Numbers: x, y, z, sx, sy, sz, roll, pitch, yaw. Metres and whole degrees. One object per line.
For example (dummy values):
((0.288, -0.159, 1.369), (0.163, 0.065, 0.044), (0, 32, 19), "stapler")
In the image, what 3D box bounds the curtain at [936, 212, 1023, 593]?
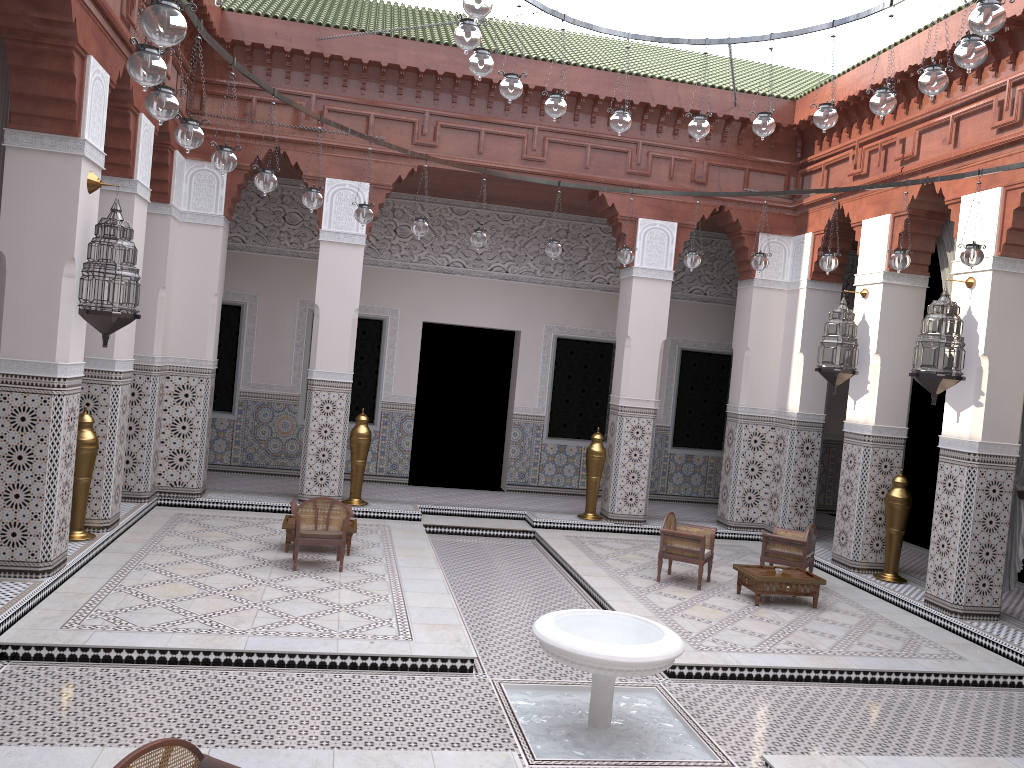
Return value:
((2.191, 0.030, 3.808), (0.137, 1.761, 1.304), (5, 2, -11), "curtain")

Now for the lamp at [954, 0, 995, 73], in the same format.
((1.201, -0.987, 2.279), (0.090, 0.371, 0.091), (6, 2, 24), "lamp")

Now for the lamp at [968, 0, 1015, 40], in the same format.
((1.125, -0.989, 2.062), (0.090, 0.371, 0.091), (7, 2, 44), "lamp")

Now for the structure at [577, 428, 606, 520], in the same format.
((0.488, 0.527, 5.269), (0.156, 0.539, 0.156), (7, 2, 40), "structure")

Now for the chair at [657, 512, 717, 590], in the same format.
((0.810, 0.763, 4.109), (0.208, 0.313, 0.263), (6, 2, 25), "chair")

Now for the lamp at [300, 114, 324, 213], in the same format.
((-0.754, -0.839, 3.379), (0.090, 0.371, 0.091), (5, 2, -11), "lamp")

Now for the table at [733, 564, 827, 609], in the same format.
((1.171, 0.888, 3.912), (0.330, 0.142, 0.229), (5, 2, -11), "table")

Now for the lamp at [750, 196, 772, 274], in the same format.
((1.128, -0.678, 3.960), (0.090, 0.371, 0.091), (5, 1, 4), "lamp")

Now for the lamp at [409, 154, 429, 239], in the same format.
((-0.396, -0.819, 3.884), (0.090, 0.371, 0.091), (5, 1, 4), "lamp")

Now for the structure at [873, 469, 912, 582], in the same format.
((1.869, 0.681, 4.317), (0.156, 0.539, 0.156), (6, 1, 6), "structure")

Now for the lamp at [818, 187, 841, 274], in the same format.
((1.366, -0.650, 3.762), (0.090, 0.371, 0.091), (5, 1, 4), "lamp")

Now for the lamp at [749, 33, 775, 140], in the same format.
((0.902, -1.037, 3.096), (0.090, 0.371, 0.091), (4, 2, -36), "lamp")

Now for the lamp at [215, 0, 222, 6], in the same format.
((-0.433, -0.755, 1.327), (0.091, 0.371, 0.090), (5, 1, 4), "lamp")

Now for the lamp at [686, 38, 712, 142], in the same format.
((0.697, -1.059, 3.201), (0.091, 0.371, 0.090), (6, 2, 34), "lamp")

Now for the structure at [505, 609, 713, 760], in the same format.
((0.274, 0.850, 2.551), (0.501, 0.310, 0.528), (5, 2, -11), "structure")

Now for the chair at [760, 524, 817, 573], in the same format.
((1.321, 0.807, 4.240), (0.208, 0.313, 0.263), (6, 2, 30), "chair")

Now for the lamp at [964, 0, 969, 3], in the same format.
((0.984, -0.997, 1.880), (0.091, 0.371, 0.090), (5, 2, -26), "lamp")

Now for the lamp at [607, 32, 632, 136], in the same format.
((0.404, -1.087, 3.224), (0.090, 0.371, 0.091), (6, 2, 29), "lamp")

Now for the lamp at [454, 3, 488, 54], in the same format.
((-0.121, -1.117, 2.501), (0.090, 0.371, 0.091), (4, 2, -41), "lamp")

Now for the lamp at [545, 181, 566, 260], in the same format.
((0.212, -0.769, 4.183), (0.091, 0.371, 0.090), (5, 2, -26), "lamp")

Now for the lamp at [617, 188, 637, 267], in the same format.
((0.553, -0.738, 4.196), (0.091, 0.371, 0.090), (5, 2, -26), "lamp")

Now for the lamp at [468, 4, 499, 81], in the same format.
((-0.091, -1.120, 2.727), (0.090, 0.371, 0.091), (4, 2, -36), "lamp")

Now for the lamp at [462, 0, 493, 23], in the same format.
((-0.083, -1.107, 2.258), (0.091, 0.371, 0.090), (6, 2, 29), "lamp")

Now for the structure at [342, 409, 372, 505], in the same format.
((-0.865, 0.406, 5.015), (0.156, 0.539, 0.156), (7, 2, 40), "structure")

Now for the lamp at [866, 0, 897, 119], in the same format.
((1.167, -1.002, 2.734), (0.090, 0.371, 0.091), (5, 2, -11), "lamp")

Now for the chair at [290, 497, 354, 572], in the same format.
((-0.816, 0.619, 3.773), (0.263, 0.313, 0.208), (5, 2, -15), "chair")

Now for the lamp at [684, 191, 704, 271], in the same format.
((0.851, -0.708, 4.119), (0.091, 0.371, 0.090), (5, 2, -26), "lamp")

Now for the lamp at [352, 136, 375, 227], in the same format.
((-0.604, -0.832, 3.652), (0.090, 0.371, 0.091), (5, 2, -11), "lamp")

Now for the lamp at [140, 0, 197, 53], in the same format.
((-0.619, -0.780, 1.582), (0.091, 0.371, 0.090), (6, 2, 24), "lamp")

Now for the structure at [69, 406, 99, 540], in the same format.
((-1.769, 0.358, 3.634), (0.156, 0.539, 0.156), (5, 1, -5), "structure")

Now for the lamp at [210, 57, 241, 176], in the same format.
((-0.898, -0.837, 2.778), (0.090, 0.371, 0.091), (4, 2, -36), "lamp")

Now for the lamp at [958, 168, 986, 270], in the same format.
((1.711, -0.605, 3.253), (0.090, 0.371, 0.091), (5, 1, 4), "lamp")

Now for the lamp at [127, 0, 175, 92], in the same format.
((-0.763, -0.800, 1.859), (0.091, 0.371, 0.090), (6, 2, 34), "lamp")

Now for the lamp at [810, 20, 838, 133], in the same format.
((1.061, -1.018, 2.935), (0.090, 0.371, 0.091), (5, 2, -21), "lamp")

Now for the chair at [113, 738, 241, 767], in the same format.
((-0.482, 0.714, 1.317), (0.208, 0.313, 0.263), (6, 2, 25), "chair")

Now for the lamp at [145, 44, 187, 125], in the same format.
((-0.848, -0.816, 2.153), (0.091, 0.371, 0.090), (6, 2, 24), "lamp")

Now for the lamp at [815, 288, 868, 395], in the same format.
((1.661, -0.220, 4.491), (0.221, 0.552, 0.216), (5, 2, -11), "lamp")

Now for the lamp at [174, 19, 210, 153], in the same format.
((-0.895, -0.828, 2.466), (0.091, 0.371, 0.090), (7, 2, 44), "lamp")

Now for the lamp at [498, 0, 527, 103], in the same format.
((0.002, -1.117, 2.941), (0.090, 0.371, 0.091), (5, 2, -16), "lamp")

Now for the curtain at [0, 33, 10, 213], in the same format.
((-1.782, -0.323, 3.075), (0.048, 1.761, 1.304), (5, 2, -11), "curtain")

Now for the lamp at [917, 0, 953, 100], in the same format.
((1.213, -0.992, 2.507), (0.090, 0.371, 0.091), (6, 2, 14), "lamp")

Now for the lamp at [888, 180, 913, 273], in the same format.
((1.563, -0.626, 3.523), (0.090, 0.371, 0.091), (5, 1, 4), "lamp")

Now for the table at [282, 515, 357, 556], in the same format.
((-0.884, 0.691, 4.076), (0.330, 0.142, 0.229), (5, 2, -11), "table")

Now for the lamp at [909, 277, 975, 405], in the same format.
((1.802, -0.187, 3.724), (0.221, 0.552, 0.216), (5, 2, -11), "lamp")

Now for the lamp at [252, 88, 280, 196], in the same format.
((-0.851, -0.840, 3.082), (0.090, 0.371, 0.091), (5, 2, -26), "lamp")

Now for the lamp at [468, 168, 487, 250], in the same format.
((-0.144, -0.800, 4.063), (0.090, 0.371, 0.091), (6, 2, 14), "lamp")

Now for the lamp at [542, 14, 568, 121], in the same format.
((0.159, -1.107, 3.110), (0.090, 0.371, 0.091), (5, 1, 4), "lamp")

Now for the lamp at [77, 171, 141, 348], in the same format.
((-1.414, -0.437, 3.133), (0.217, 0.618, 0.216), (5, 2, -11), "lamp")
